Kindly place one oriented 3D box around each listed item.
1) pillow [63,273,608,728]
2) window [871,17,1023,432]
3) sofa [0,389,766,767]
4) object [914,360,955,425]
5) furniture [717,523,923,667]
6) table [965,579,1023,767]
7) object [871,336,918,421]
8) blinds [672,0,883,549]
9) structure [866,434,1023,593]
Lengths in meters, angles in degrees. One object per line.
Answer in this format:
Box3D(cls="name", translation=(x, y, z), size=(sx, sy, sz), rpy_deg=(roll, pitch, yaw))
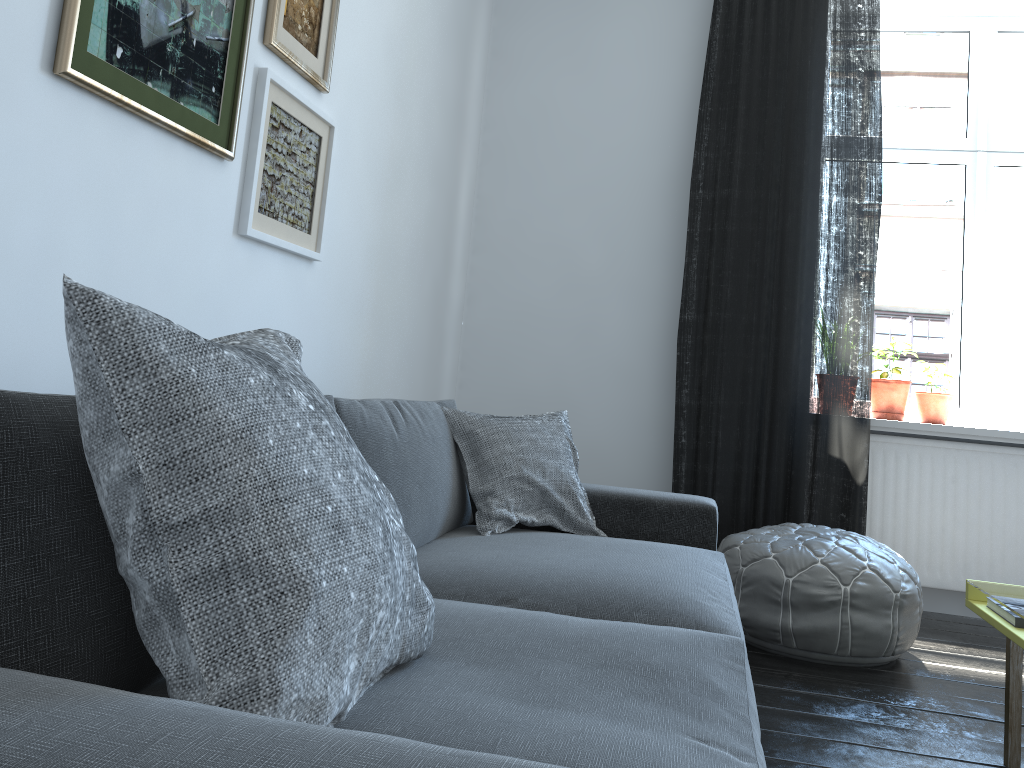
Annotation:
Box3D(cls="pillow", translation=(-0.162, 0.166, 1.807), size=(0.479, 0.497, 2.035), rpy_deg=(4, -1, 16))
Box3D(cls="window", translation=(2.203, -0.796, 4.145), size=(1.571, 2.013, 0.105), rpy_deg=(4, -7, 12))
Box3D(cls="sofa", translation=(-0.092, 0.411, 1.693), size=(1.085, 0.731, 2.351), rpy_deg=(5, -1, 12))
Box3D(cls="object", translation=(1.866, 0.038, 3.870), size=(0.193, 0.281, 0.176), rpy_deg=(7, -5, -21))
Box3D(cls="furniture", translation=(1.036, 0.690, 3.019), size=(0.680, 0.387, 0.672), rpy_deg=(5, -2, 12))
Box3D(cls="table", translation=(1.259, 0.696, 1.413), size=(0.601, 0.403, 1.388), rpy_deg=(5, -1, 12))
Box3D(cls="object", translation=(1.676, -0.026, 3.936), size=(0.258, 0.375, 0.231), rpy_deg=(3, -5, 24))
Box3D(cls="blinds", translation=(1.137, -0.630, 3.715), size=(0.806, 3.012, 0.110), rpy_deg=(4, -7, 10))
Box3D(cls="structure", translation=(1.962, 0.567, 3.584), size=(1.066, 0.637, 0.072), rpy_deg=(5, -7, 12))
